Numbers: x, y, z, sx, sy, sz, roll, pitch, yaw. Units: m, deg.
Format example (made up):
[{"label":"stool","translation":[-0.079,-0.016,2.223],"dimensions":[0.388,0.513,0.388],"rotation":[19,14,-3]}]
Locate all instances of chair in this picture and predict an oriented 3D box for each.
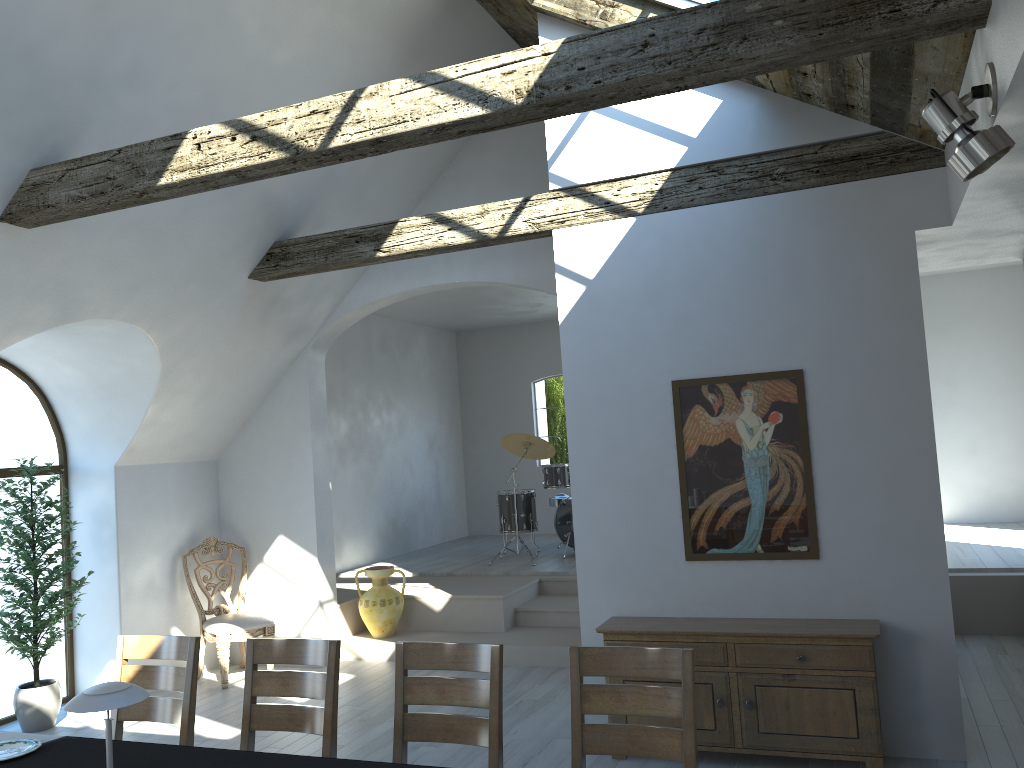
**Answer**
[{"label":"chair","translation":[0.371,1.458,2.991],"dimensions":[0.514,1.006,0.605],"rotation":[-5,-4,22]},{"label":"chair","translation":[-0.318,1.522,3.269],"dimensions":[0.514,1.006,0.605],"rotation":[-5,-4,22]},{"label":"chair","translation":[-1.006,1.587,3.546],"dimensions":[0.514,1.006,0.605],"rotation":[-5,-4,22]},{"label":"chair","translation":[-1.695,1.652,3.824],"dimensions":[0.514,1.006,0.605],"rotation":[-5,-4,22]},{"label":"chair","translation":[-2.356,1.867,7.408],"dimensions":[0.552,1.159,0.655],"rotation":[0,-5,-43]}]

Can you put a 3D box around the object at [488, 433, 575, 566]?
[{"label":"object","translation":[0.669,1.227,10.195],"dimensions":[2.354,1.383,1.465],"rotation":[-2,-4,-24]}]

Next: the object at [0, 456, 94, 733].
[{"label":"object","translation":[-3.392,1.473,6.315],"dimensions":[0.718,1.920,0.737],"rotation":[-7,-5,41]}]

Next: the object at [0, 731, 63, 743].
[{"label":"object","translation":[-0.990,1.327,2.688],"dimensions":[2.872,0.077,1.050],"rotation":[-5,-4,22]}]

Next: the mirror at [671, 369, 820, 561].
[{"label":"mirror","translation":[1.309,0.470,5.026],"dimensions":[0.736,1.047,0.009],"rotation":[-5,-4,22]}]

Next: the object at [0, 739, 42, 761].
[{"label":"object","translation":[-1.905,1.381,3.326],"dimensions":[0.250,0.017,0.253],"rotation":[-5,-4,22]}]

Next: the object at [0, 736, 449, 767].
[{"label":"object","translation":[-0.981,1.399,2.684],"dimensions":[2.456,0.227,1.073],"rotation":[-5,-4,22]}]

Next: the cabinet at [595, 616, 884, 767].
[{"label":"cabinet","translation":[1.234,1.670,4.822],"dimensions":[1.481,0.714,0.383],"rotation":[-5,-4,22]}]

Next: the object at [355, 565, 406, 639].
[{"label":"object","translation":[-1.159,1.933,7.866],"dimensions":[0.402,0.605,0.396],"rotation":[-2,-4,-21]}]

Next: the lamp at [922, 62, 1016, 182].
[{"label":"lamp","translation":[1.572,-0.892,3.051],"dimensions":[0.265,0.386,0.235],"rotation":[-7,-5,43]}]

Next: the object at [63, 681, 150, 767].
[{"label":"object","translation":[-1.274,1.130,2.804],"dimensions":[0.251,0.362,0.251],"rotation":[0,-5,-45]}]
